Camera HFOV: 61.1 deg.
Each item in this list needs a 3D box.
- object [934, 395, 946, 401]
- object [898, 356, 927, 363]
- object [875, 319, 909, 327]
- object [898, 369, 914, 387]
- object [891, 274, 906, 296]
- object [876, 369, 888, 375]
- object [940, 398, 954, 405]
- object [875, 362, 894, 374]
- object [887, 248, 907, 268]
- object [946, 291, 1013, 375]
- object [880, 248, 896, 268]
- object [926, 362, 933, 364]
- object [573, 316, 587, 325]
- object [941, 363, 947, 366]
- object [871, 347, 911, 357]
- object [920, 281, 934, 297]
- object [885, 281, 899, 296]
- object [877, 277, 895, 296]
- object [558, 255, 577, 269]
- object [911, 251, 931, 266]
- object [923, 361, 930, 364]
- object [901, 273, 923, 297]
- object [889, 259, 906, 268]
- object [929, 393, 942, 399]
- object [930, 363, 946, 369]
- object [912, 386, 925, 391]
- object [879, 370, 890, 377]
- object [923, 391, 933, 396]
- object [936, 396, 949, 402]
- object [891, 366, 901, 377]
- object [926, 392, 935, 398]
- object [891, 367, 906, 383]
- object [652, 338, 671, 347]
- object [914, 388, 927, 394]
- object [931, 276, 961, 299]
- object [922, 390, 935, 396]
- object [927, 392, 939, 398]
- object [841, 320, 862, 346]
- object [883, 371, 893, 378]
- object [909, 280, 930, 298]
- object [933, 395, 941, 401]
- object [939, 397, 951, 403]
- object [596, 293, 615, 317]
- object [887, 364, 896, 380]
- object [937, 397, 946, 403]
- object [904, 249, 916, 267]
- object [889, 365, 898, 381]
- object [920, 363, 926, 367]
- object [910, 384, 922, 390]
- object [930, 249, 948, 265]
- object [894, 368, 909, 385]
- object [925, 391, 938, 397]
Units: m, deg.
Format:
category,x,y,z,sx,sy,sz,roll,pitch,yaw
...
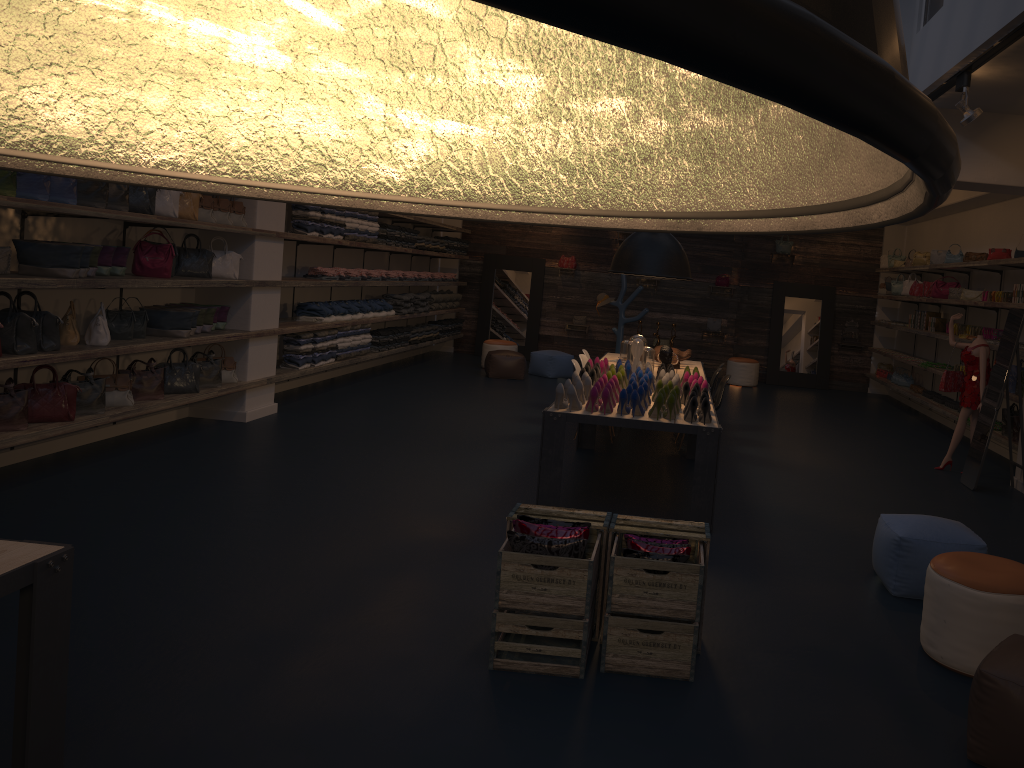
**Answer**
category,x,y,z,sx,sy,sz,roll,pitch,yaw
object,6.051,0.211,12.244,0.185,0.087,0.067,6,5,3
object,6.241,-0.379,13.469,0.350,0.029,0.904,7,8,9
object,6.668,-1.056,15.041,0.474,0.060,1.552,7,8,9
object,6.379,-0.097,14.036,0.255,0.281,0.104,10,6,42
object,6.498,-1.662,14.518,0.191,0.365,0.340,2,6,-39
object,6.681,-0.204,15.668,0.203,0.118,0.098,11,7,40
object,5.997,0.243,11.967,0.185,0.087,0.067,6,5,3
object,6.816,-0.274,15.861,0.341,0.233,0.216,10,7,39
object,6.731,-2.191,15.188,0.191,0.365,0.340,2,6,-39
object,5.954,-0.619,11.131,0.447,1.129,2.749,6,7,10
object,6.859,-2.256,15.676,0.398,0.384,0.206,8,5,28
object,6.025,-0.279,12.375,0.230,0.067,0.086,7,6,10
object,1.261,-1.191,16.193,0.283,0.175,0.099,3,5,-19
object,6.150,-0.255,12.286,0.248,0.073,0.081,3,6,-20
object,6.524,-0.545,14.935,0.347,0.024,1.912,7,8,10
object,6.134,-1.399,12.785,0.143,0.248,0.303,4,6,-19
object,6.648,-1.650,15.055,0.193,0.230,0.385,1,8,-44
object,6.751,-1.765,15.595,0.178,0.333,0.326,2,6,-38
object,1.038,-2.273,16.162,0.325,0.253,0.143,7,4,15
object,6.287,-1.917,13.290,0.215,0.233,0.342,2,7,-33
object,6.017,-0.293,12.471,0.232,0.063,0.085,6,6,7
object,6.463,-1.599,13.965,0.207,0.384,0.396,3,6,-29
object,6.635,-2.062,14.903,0.248,0.173,0.339,2,8,-30
object,6.105,0.179,12.525,0.185,0.087,0.067,6,5,3
object,5.990,-0.259,12.193,0.230,0.067,0.087,7,6,10
object,6.297,0.082,13.393,0.215,0.082,0.234,5,7,-4
object,6.639,-0.180,15.454,0.203,0.118,0.098,11,7,40
object,6.159,0.147,12.802,0.185,0.087,0.067,6,5,3
object,6.037,0.219,12.174,0.185,0.087,0.067,6,5,3
object,6.535,-0.170,14.727,0.186,0.278,0.063,8,5,37
object,6.131,0.163,12.662,0.185,0.087,0.067,6,5,3
object,6.447,-0.145,14.445,0.256,0.281,0.104,9,5,35
object,2.802,-0.767,16.144,0.383,0.173,0.220,3,6,-18
object,6.207,0.108,13.135,0.215,0.082,0.234,5,7,-3
object,6.109,-1.355,12.220,0.349,0.336,0.298,5,5,-6
object,6.171,0.139,12.870,0.185,0.087,0.067,6,5,3
object,6.118,0.171,12.595,0.185,0.087,0.067,6,5,3
object,6.300,-0.964,16.105,0.355,0.458,0.237,5,4,4
object,6.619,-0.153,15.243,0.203,0.118,0.098,11,7,41
object,6.277,-1.461,13.346,0.148,0.252,0.314,3,6,-32
object,6.063,0.203,12.312,0.185,0.087,0.067,6,5,3
object,6.010,0.235,12.036,0.185,0.087,0.067,6,5,3
object,1.665,-1.395,15.440,0.334,0.439,0.359,5,5,3
object,6.588,-0.201,15.003,0.186,0.278,0.063,8,5,37
object,6.023,0.227,12.103,0.185,0.087,0.067,6,5,3
object,6.491,-2.035,14.091,0.109,0.298,0.277,4,5,-19
object,6.566,-0.186,14.872,0.188,0.278,0.063,7,4,27
object,5.954,-0.265,12.426,0.236,0.057,0.083,5,6,-2
object,6.364,0.053,13.653,0.203,0.082,0.247,8,7,18
object,6.176,-1.823,12.531,0.085,0.229,0.255,2,6,-39
object,6.412,-0.121,14.240,0.255,0.281,0.104,10,6,42
object,6.146,0.155,12.733,0.185,0.087,0.067,6,5,3
